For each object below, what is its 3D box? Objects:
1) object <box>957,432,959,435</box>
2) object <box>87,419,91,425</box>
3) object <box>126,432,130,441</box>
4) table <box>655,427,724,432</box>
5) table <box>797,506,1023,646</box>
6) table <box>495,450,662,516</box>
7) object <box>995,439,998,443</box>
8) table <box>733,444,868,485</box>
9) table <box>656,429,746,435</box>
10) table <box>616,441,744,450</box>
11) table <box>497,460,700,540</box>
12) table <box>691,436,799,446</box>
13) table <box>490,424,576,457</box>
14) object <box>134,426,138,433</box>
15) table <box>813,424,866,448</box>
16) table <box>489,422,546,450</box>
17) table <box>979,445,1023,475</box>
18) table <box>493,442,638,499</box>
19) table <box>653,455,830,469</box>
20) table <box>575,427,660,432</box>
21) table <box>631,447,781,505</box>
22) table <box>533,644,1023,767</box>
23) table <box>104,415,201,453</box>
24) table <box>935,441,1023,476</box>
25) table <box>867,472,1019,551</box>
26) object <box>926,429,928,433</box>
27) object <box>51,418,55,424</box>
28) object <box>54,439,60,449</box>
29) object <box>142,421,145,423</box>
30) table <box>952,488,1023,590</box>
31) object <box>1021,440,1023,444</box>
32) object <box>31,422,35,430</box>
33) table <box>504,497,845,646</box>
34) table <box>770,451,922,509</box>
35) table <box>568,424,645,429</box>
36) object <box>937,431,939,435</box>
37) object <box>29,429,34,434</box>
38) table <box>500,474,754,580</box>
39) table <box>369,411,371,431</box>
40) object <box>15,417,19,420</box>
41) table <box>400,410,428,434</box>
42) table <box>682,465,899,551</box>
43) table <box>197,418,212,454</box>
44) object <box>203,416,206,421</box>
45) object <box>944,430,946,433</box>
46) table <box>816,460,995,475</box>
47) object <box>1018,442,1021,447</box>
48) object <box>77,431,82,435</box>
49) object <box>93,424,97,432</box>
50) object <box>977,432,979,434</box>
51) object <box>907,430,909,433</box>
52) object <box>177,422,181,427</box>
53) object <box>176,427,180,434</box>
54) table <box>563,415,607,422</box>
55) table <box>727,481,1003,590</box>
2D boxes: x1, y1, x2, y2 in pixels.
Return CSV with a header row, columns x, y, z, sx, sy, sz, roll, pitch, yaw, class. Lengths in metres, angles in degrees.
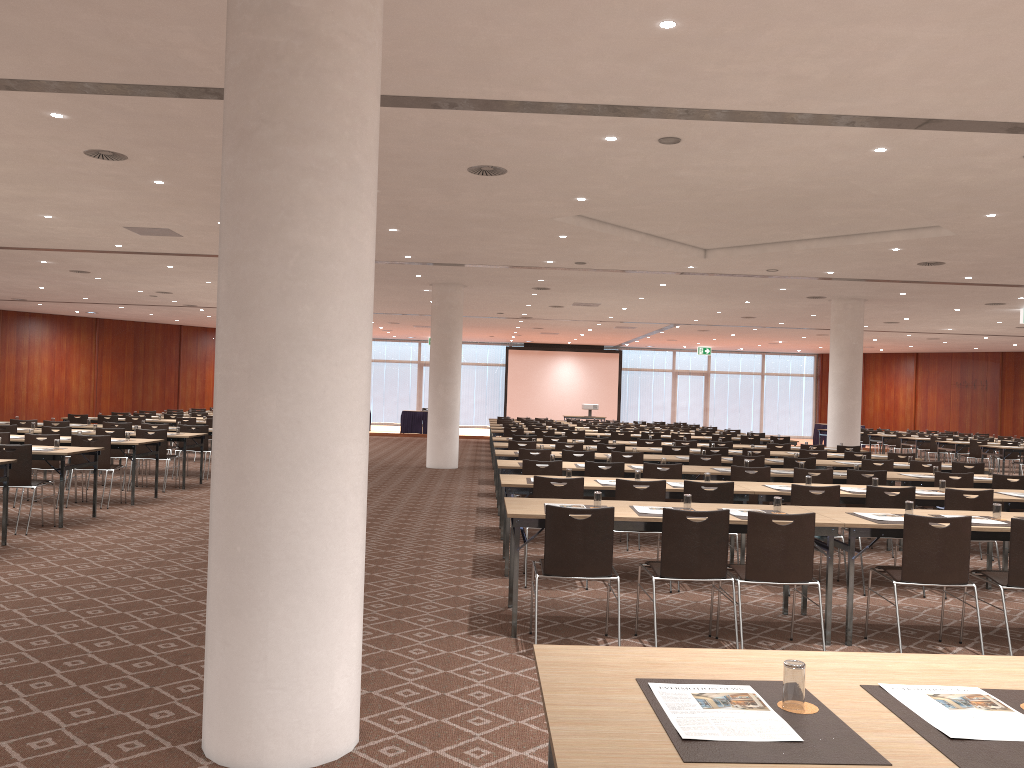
x,y,z,sx,sy,sz,roll,pitch,yaw,class
14.215,1.582,28.272,0.054,0.114,0.054,2,0,-36,object
-7.675,0.692,16.092,0.054,0.114,0.054,2,0,32,object
-5.266,0.716,12.155,0.054,0.114,0.054,2,0,9,object
4.998,1.725,26.027,2.267,0.833,0.953,2,-1,-2,table
3.342,1.396,6.466,2.267,0.833,0.953,2,-1,-2,table
0.886,1.399,12.392,2.267,0.833,0.953,2,-1,-2,table
12.136,1.428,22.211,0.054,0.114,0.054,2,0,-36,object
5.296,1.602,16.532,2.267,0.833,0.953,2,-1,-2,table
5.061,1.699,24.028,2.267,0.833,0.953,2,-1,-2,table
3.028,1.526,16.461,2.267,0.833,0.953,2,-1,-2,table
0.949,1.373,10.393,2.267,0.833,0.953,2,-1,-2,table
5.186,1.647,20.030,2.267,0.833,0.953,2,-1,-2,table
0.526,1.548,23.886,2.267,0.833,0.953,2,-1,-2,table
-5.993,0.720,14.140,0.054,0.114,0.054,2,0,-13,object
12.374,1.949,33.484,1.712,0.832,1.042,2,-1,-2,table
0.463,1.574,25.885,2.267,0.833,0.953,2,-1,-2,table
12.017,1.874,20.244,2.267,0.833,0.953,2,-1,-2,table
0.823,1.425,14.391,2.267,0.833,0.953,2,-1,-2,table
3.154,1.474,12.463,2.267,0.833,0.953,2,-1,-2,table
2.793,1.623,23.957,2.267,0.833,0.953,2,-1,-2,table
3.091,1.500,14.462,2.267,0.833,0.953,2,-1,-2,table
1.201,1.268,2.354,2.267,0.833,0.953,2,-1,-2,table
-8.670,1.214,21.598,2.267,0.833,0.953,2,-1,-2,table
11.954,1.900,22.243,2.267,0.833,0.953,2,-1,-2,table
5.484,1.524,10.535,2.267,0.833,0.953,2,-1,-2,table
14.156,1.608,30.272,0.054,0.114,0.054,2,0,-36,object
-8.315,0.671,16.061,0.054,0.114,0.054,2,0,32,object
-5.220,0.690,10.168,0.054,0.114,0.054,2,0,-13,object
-6.704,0.725,16.118,0.054,0.114,0.054,2,0,-13,object
5.547,1.498,8.536,2.267,0.833,0.953,2,-1,-2,table
12.787,1.450,22.229,0.054,0.114,0.054,2,0,-36,object
-7.604,0.667,14.084,0.054,0.114,0.054,2,0,-36,object
1.074,1.321,6.395,2.267,0.833,0.953,2,-1,-2,table
5.359,1.576,14.533,2.267,0.833,0.953,2,-1,-2,table
2.731,1.649,25.956,2.267,0.833,0.953,2,-1,-2,table
13.569,1.560,28.246,0.054,0.114,0.054,2,0,-36,object
-6.567,0.673,12.113,0.054,0.114,0.054,2,0,9,object
1.011,1.347,8.394,2.267,0.833,0.953,2,-1,-2,table
-6.121,1.334,32.906,1.712,0.832,1.042,2,-1,-2,table
-8.958,0.650,16.053,0.054,0.114,0.054,2,0,32,object
-3.280,1.429,32.994,1.712,0.832,1.042,2,-1,-2,table
3.216,1.448,10.464,2.267,0.833,0.953,2,-1,-2,table
-6.402,1.290,21.669,2.267,0.833,0.953,2,-1,-2,table
-6.807,0.770,19.622,0.054,0.114,0.054,2,0,-36,object
14.798,1.629,30.295,0.054,0.114,0.054,2,0,-36,object
5.421,1.550,12.534,2.267,0.833,0.953,2,-1,-2,table
11.548,1.381,20.187,0.054,0.114,0.054,2,0,-36,object
-5.919,0.695,12.137,0.054,0.114,0.054,2,0,9,object
-6.635,0.699,14.117,0.054,0.114,0.054,2,0,-13,object
14.863,1.603,28.294,0.054,0.114,0.054,2,0,-36,object
12.593,1.528,28.228,0.054,0.114,0.054,2,0,-13,object
-6.057,0.746,16.135,0.054,0.114,0.054,2,0,-13,object
-5.329,0.742,14.154,0.054,0.114,0.054,2,0,-13,object
2.696,1.627,33.198,1.539,0.832,0.953,2,-1,-2,table
3.279,1.422,8.465,2.267,0.833,0.953,2,-1,-2,table
